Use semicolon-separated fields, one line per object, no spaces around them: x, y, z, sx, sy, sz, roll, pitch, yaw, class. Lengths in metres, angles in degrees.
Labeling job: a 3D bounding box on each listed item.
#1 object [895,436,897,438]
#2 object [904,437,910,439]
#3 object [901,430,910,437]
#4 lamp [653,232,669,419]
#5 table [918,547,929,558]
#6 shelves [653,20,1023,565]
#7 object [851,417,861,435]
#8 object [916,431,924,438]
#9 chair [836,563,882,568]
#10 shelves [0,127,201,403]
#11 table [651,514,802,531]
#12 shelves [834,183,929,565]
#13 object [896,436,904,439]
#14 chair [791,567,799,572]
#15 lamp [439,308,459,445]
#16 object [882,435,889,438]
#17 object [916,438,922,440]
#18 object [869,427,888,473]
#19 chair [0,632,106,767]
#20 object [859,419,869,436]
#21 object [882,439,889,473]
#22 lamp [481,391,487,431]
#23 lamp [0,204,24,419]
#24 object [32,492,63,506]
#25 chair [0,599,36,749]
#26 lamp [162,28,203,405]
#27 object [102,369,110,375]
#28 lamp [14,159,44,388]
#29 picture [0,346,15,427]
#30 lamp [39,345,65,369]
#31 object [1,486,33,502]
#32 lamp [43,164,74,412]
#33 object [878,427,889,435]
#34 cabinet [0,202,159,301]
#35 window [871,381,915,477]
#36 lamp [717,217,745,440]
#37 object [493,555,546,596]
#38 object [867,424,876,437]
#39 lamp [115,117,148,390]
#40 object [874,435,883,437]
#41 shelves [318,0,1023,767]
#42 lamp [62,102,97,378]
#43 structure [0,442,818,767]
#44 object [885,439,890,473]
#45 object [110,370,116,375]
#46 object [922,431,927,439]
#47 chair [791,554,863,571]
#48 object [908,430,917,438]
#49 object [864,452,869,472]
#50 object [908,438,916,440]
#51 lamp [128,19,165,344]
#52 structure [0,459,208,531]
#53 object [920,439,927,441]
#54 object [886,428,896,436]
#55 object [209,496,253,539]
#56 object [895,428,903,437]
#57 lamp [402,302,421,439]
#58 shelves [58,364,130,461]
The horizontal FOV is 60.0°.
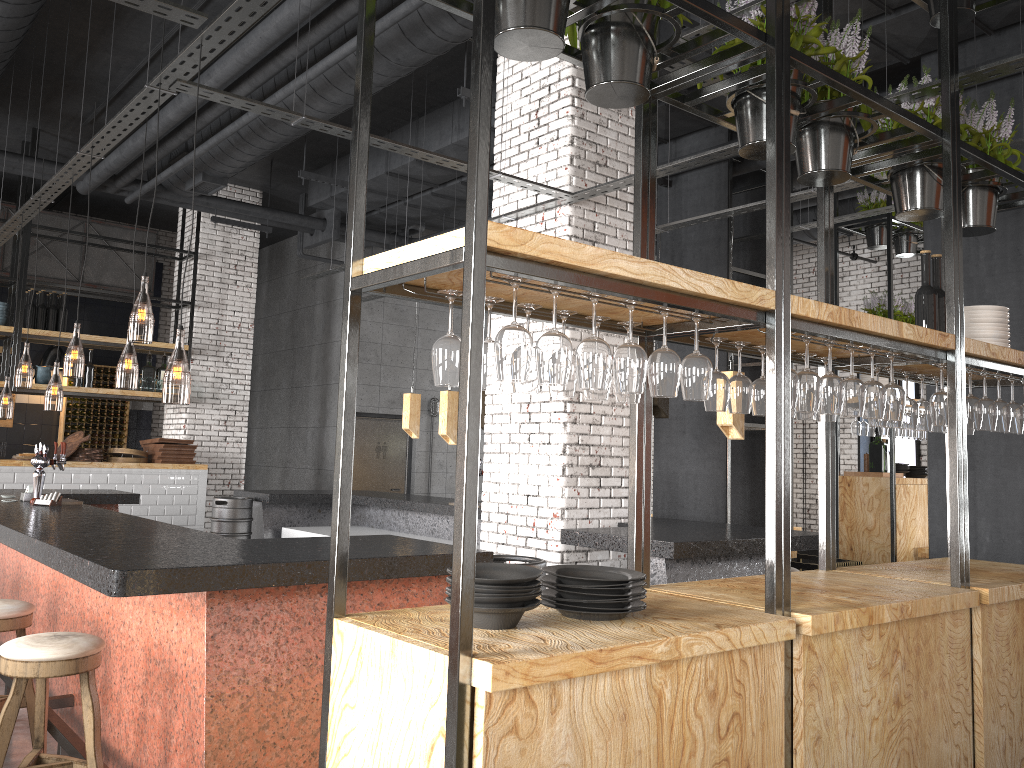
4.034;0.440;9.401;0.101;0.268;0.100;2;-6;-2;object
4.256;0.462;9.581;0.101;0.268;0.100;2;-6;-2;object
3.987;0.403;8.995;0.101;0.268;0.100;2;-6;-2;object
1.064;-0.450;6.467;0.127;1.398;0.127;7;-8;-39;lamp
5.046;2.025;8.806;2.114;0.765;0.999;6;-7;-39;table
2.025;-0.557;8.437;1.002;4.376;6.142;7;-7;-39;shelves
3.470;0.382;8.945;0.101;0.268;0.100;2;-6;-2;object
4.215;0.426;9.180;0.101;0.268;0.100;2;-6;-2;object
2.977;1.810;6.875;0.656;0.732;0.638;6;-7;-36;chair
-6.283;-1.509;9.405;5.670;3.073;0.597;6;-7;-39;shelves
1.905;2.222;12.296;0.999;0.765;4.132;6;-7;-39;table
4.365;-0.073;9.566;2.330;5.029;0.689;7;-8;-39;shelves
4.148;0.451;9.493;0.101;0.268;0.100;2;-6;-2;object
1.790;1.670;6.203;0.439;0.807;0.479;-1;-6;25;chair
-0.584;-0.226;8.467;0.127;1.610;0.127;7;-8;-39;lamp
3.920;0.428;9.309;0.101;0.268;0.100;2;-6;-2;object
4.457;0.482;9.743;0.101;0.268;0.100;2;-6;-2;object
3.641;0.632;8.809;0.106;0.555;0.156;7;-8;-40;object
-1.600;1.296;3.099;0.439;0.807;0.479;1;-6;10;chair
3.577;0.393;9.032;0.101;0.268;0.100;2;-6;-2;object
3.709;0.734;8.874;0.070;0.368;0.107;7;-8;-40;object
-0.172;-0.285;7.967;0.127;1.550;0.127;7;-8;-39;lamp
-3.664;-0.545;6.524;0.108;1.602;0.108;3;-6;-7;lamp
-3.074;0.757;5.871;0.177;0.091;0.091;-1;-6;26;object
-2.373;1.375;3.970;0.439;0.807;0.479;-1;-7;30;chair
-1.341;-0.713;3.683;0.108;1.602;0.108;3;-6;-7;lamp
-6.028;-0.183;13.191;0.079;0.079;0.283;6;-7;-39;object
-3.286;-0.770;6.089;0.108;1.602;0.108;3;-6;-7;lamp
-7.480;0.016;12.384;0.979;1.145;0.020;6;-7;-39;picture
-6.564;-0.703;12.771;0.390;0.939;0.390;6;-7;-36;lamp
-3.663;0.781;6.457;0.200;0.106;0.766;6;-6;-39;object
-2.833;-0.627;5.604;0.108;1.602;0.108;-2;-7;32;lamp
3.651;0.369;8.724;0.101;0.268;0.100;2;-6;-2;object
-7.659;-1.561;11.241;5.857;1.772;0.681;6;-7;-39;cabinet
4.977;0.644;11.497;0.364;2.704;0.748;7;-8;-39;window
1.473;-0.404;5.957;0.127;1.550;0.127;7;-8;-39;lamp
-0.047;1.309;3.973;0.399;1.037;0.397;2;-6;-4;object
3.692;0.405;9.124;0.101;0.268;0.100;2;-6;-2;object
-1.954;-0.702;4.622;0.108;1.464;0.108;-1;-7;23;lamp
3.806;0.416;9.216;0.101;0.268;0.100;2;-6;-2;object
1.173;-0.698;3.451;3.655;5.029;0.689;6;-8;-39;shelves
-2.432;-0.832;5.045;0.108;1.602;0.108;3;-6;-7;lamp
-1.471;1.250;6.431;4.305;1.537;5.871;6;-6;-39;structure
3.759;0.739;8.916;0.070;0.368;0.107;7;-8;-40;object
-5.957;-0.175;13.254;0.079;0.079;0.283;6;-7;-39;object
4.329;0.438;9.272;0.101;0.268;0.100;2;-6;-2;object
2.488;1.846;7.472;0.656;0.732;0.638;6;-7;-37;chair
4.101;0.415;9.088;0.101;0.268;0.100;2;-6;-2;object
3.662;0.831;9.153;0.056;0.249;0.056;-4;-8;43;object
4.358;0.472;9.663;0.101;0.268;0.100;2;-6;-2;object
-1.672;-0.986;4.131;0.108;1.602;0.108;3;-6;-7;lamp
-6.295;1.421;9.068;5.794;1.348;1.509;6;-7;-39;structure
4.564;0.493;9.830;0.101;0.268;0.100;2;-6;-2;object
3.758;0.380;8.811;0.101;0.268;0.100;2;-6;-2;object
-2.712;1.612;8.519;0.399;1.037;0.397;2;-6;-4;object
3.872;0.392;8.903;0.101;0.268;0.100;2;-6;-2;object
-0.994;-0.226;8.973;0.127;1.550;0.127;7;-8;-39;lamp
-6.189;0.799;13.096;0.888;2.153;0.250;7;-8;-39;shelves
